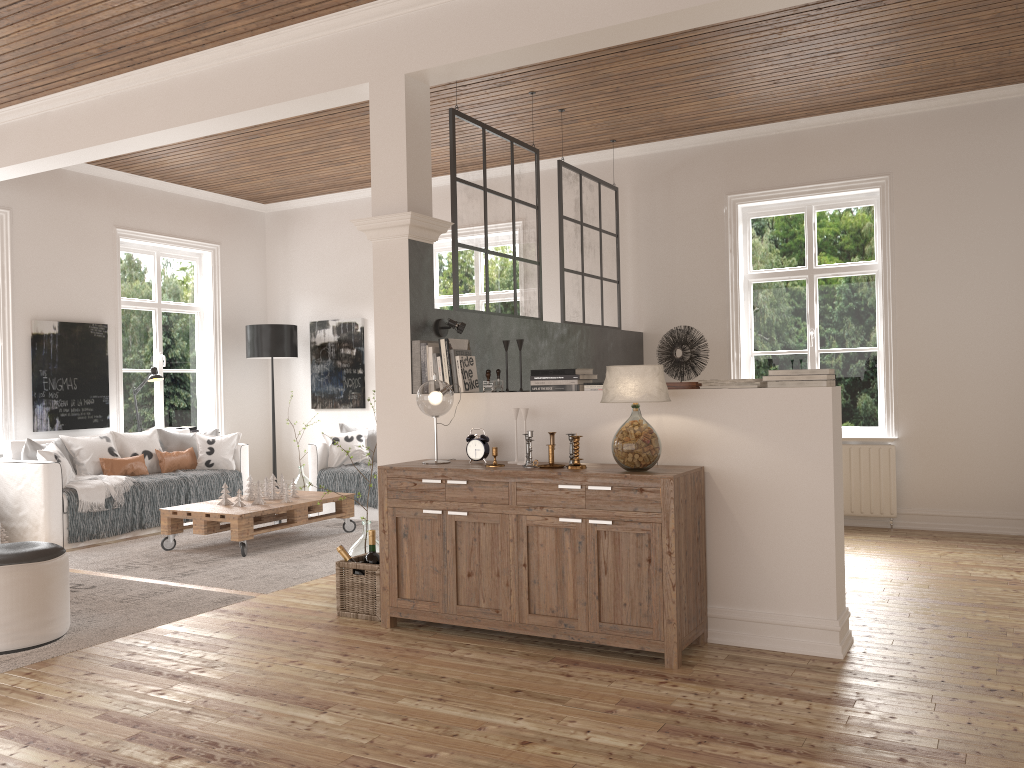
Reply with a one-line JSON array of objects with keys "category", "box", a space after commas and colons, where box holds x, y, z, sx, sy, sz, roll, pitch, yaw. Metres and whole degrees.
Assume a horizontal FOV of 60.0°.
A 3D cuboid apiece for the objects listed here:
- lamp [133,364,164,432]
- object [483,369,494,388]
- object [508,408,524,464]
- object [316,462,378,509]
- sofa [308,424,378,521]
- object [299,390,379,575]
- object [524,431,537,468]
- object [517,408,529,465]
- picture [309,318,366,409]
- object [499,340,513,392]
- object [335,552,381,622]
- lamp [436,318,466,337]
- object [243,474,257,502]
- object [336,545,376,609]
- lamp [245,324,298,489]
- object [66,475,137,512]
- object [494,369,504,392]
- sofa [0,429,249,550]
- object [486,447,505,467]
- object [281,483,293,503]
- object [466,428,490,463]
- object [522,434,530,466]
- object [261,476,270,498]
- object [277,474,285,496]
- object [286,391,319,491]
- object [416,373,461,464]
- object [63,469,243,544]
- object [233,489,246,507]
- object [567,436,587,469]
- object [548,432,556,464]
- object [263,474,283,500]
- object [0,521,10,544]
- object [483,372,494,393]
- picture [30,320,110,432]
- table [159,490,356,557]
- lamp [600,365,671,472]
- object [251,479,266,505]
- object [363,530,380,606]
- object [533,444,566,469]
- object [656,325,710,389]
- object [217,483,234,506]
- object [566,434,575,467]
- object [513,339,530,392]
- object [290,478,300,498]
[{"category": "lamp", "box": [-3.334, 0.176, 8.106, 0.439, 0.703, 0.196, -1, 0, 29]}, {"category": "object", "box": [-0.118, -0.015, 4.454, 0.058, 0.117, 0.032, -1, 0, 3]}, {"category": "object", "box": [0.019, 0.240, 4.134, 0.084, 0.256, 0.084, -1, 0, 7]}, {"category": "object", "box": [-0.808, 0.856, 7.539, 1.704, 0.390, 0.656, -1, 0, 29]}, {"category": "sofa", "box": [-0.743, 0.749, 7.670, 1.960, 0.776, 0.866, -1, 0, 29]}, {"category": "object", "box": [-0.931, 0.592, 4.912, 0.515, 1.117, 0.275, -1, 0, -4]}, {"category": "object", "box": [0.083, 0.287, 3.910, 0.066, 0.160, 0.066, -1, 0, -11]}, {"category": "object", "box": [0.061, 0.239, 4.057, 0.084, 0.256, 0.084, -1, 0, 7]}, {"category": "picture", "box": [-1.784, -0.202, 9.054, 0.680, 0.908, 0.041, -1, 0, 29]}, {"category": "object", "box": [-0.026, -0.088, 4.440, 0.085, 0.259, 0.085, -1, 0, -20]}, {"category": "object", "box": [-0.678, 1.001, 4.403, 0.276, 0.270, 0.276, -1, 0, 29]}, {"category": "lamp", "box": [-0.315, -0.303, 4.754, 0.156, 0.101, 0.101, -1, 0, 29]}, {"category": "object", "box": [-1.939, 0.766, 6.577, 0.112, 0.193, 0.106, -1, 0, -33]}, {"category": "object", "box": [-0.724, 0.957, 4.363, 0.284, 0.332, 0.095, -1, 0, 8]}, {"category": "lamp", "box": [-2.378, 0.298, 8.840, 0.499, 1.754, 0.499, -1, 0, 26]}, {"category": "object", "box": [-3.266, 0.816, 6.865, 0.729, 0.255, 0.588, -1, 0, 33]}, {"category": "object", "box": [-0.067, -0.016, 4.406, 0.058, 0.117, 0.032, -1, 0, 40]}, {"category": "sofa", "box": [-3.183, 0.802, 7.313, 0.866, 0.776, 1.960, -1, 0, 29]}, {"category": "object", "box": [-0.077, 0.328, 3.998, 0.088, 0.085, 0.088, -1, 0, 34]}, {"category": "object", "box": [-1.630, 0.784, 6.414, 0.072, 0.142, 0.073, -1, 0, 37]}, {"category": "object", "box": [-0.161, 0.291, 4.179, 0.120, 0.165, 0.050, -1, 0, 29]}, {"category": "object", "box": [0.072, 0.291, 3.971, 0.055, 0.153, 0.055, -1, 0, -11]}, {"category": "object", "box": [-1.861, 0.778, 6.733, 0.095, 0.164, 0.090, -1, 0, 36]}, {"category": "object", "box": [-1.762, 0.770, 6.795, 0.090, 0.176, 0.090, -1, 0, -9]}, {"category": "object", "box": [-1.943, 0.617, 8.601, 0.515, 1.117, 0.275, -1, 0, -44]}, {"category": "object", "box": [-0.284, 0.475, 4.304, 0.180, 1.062, 0.395, -1, 0, 44]}, {"category": "object", "box": [-3.039, 0.946, 7.245, 0.651, 0.423, 1.680, -1, 0, 29]}, {"category": "object", "box": [-1.924, 0.799, 6.254, 0.068, 0.124, 0.072, -1, 0, 14]}, {"category": "object", "box": [0.278, 0.286, 3.819, 0.085, 0.152, 0.085, -1, 0, 33]}, {"category": "object", "box": [0.182, 0.291, 3.983, 0.052, 0.148, 0.052, -1, 0, -20]}, {"category": "object", "box": [-1.772, 0.761, 6.585, 0.107, 0.195, 0.113, -1, 0, 36]}, {"category": "object", "box": [-2.679, 0.796, 4.647, 0.082, 0.160, 0.082, -1, 0, 18]}, {"category": "object", "box": [-0.117, -0.008, 4.379, 0.058, 0.102, 0.032, -1, 0, 24]}, {"category": "picture", "box": [-3.726, -0.067, 7.503, 0.041, 0.908, 0.680, -1, 0, 29]}, {"category": "table", "box": [-1.843, 1.010, 6.535, 0.821, 0.300, 1.189, -1, 0, 29]}, {"category": "lamp", "box": [0.509, 0.141, 3.643, 0.291, 0.435, 0.291, -1, 0, 31]}, {"category": "object", "box": [-1.815, 0.770, 6.342, 0.097, 0.178, 0.103, -1, 0, -8]}, {"category": "object", "box": [-0.705, 0.929, 4.491, 0.095, 0.377, 0.095, -1, 0, -25]}, {"category": "object", "box": [0.172, 0.315, 3.868, 0.124, 0.100, 0.124, -1, 0, -38]}, {"category": "object", "box": [0.754, -0.120, 3.962, 0.252, 0.286, 0.079, -1, 0, 39]}, {"category": "object", "box": [-2.050, 0.784, 6.349, 0.093, 0.161, 0.088, -1, 0, 38]}, {"category": "object", "box": [0.262, 0.287, 3.902, 0.055, 0.153, 0.055, -1, 0, 6]}, {"category": "object", "box": [0.043, -0.090, 4.370, 0.085, 0.259, 0.085, -1, 0, -20]}, {"category": "object", "box": [-1.649, 0.782, 6.690, 0.075, 0.147, 0.075, -1, 0, -29]}]
